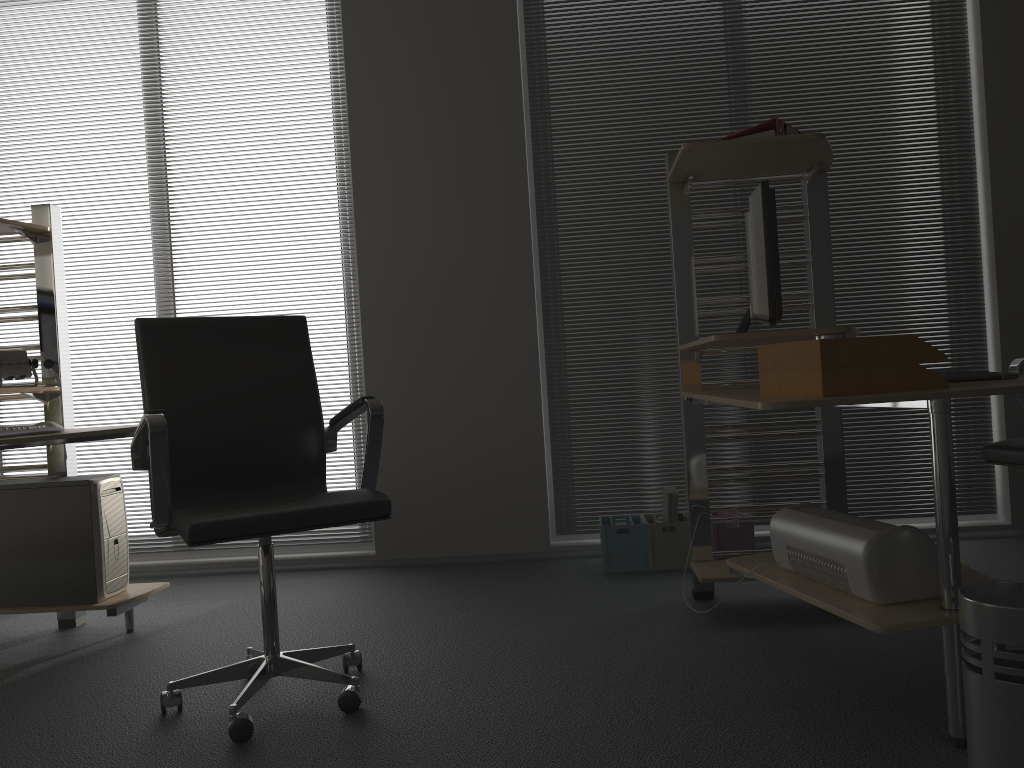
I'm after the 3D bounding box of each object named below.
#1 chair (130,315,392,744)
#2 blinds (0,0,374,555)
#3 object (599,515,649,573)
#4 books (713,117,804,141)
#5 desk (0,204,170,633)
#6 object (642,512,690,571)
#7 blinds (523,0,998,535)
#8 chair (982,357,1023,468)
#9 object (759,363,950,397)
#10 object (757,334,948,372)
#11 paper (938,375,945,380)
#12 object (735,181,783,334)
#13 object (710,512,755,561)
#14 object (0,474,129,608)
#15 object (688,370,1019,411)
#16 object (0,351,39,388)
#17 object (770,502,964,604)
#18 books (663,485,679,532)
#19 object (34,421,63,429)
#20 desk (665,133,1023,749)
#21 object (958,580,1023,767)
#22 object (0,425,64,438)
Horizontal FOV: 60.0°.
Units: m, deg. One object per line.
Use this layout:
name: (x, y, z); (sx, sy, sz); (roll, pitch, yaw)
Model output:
chair: (-0.666, 0.316, 2.354); (0.584, 1.048, 0.652); (-4, 0, -30)
blinds: (-1.702, -0.576, 4.202); (1.950, 2.749, 0.037); (-4, 0, 4)
object: (0.468, 0.675, 3.739); (0.185, 0.202, 0.245); (-4, 0, 4)
books: (0.788, -0.766, 2.865); (0.262, 0.072, 0.320); (-4, 0, 37)
desk: (-1.768, 0.125, 2.610); (0.967, 1.566, 1.469); (-4, 0, 4)
object: (0.652, 0.663, 3.724); (0.185, 0.202, 0.245); (-4, 0, 4)
blinds: (1.086, -0.750, 3.992); (1.950, 2.770, 0.022); (-4, 0, 4)
chair: (1.716, 0.166, 2.377); (0.652, 1.048, 0.584); (-4, 0, -9)
object: (0.732, -0.011, 1.915); (0.309, 0.060, 0.225); (-4, 0, -17)
object: (0.728, -0.067, 1.915); (0.309, 0.060, 0.225); (-4, 0, -17)
paper: (0.734, 0.001, 1.915); (0.297, 0.019, 0.210); (-4, 0, -17)
object: (0.724, -0.350, 2.706); (0.245, 0.418, 0.516); (-4, 0, 26)
object: (0.879, 0.649, 3.735); (0.185, 0.202, 0.245); (-4, 0, -14)
object: (-1.625, 0.549, 3.130); (0.471, 0.422, 0.199); (-4, 0, 4)
object: (0.904, 0.019, 2.461); (0.814, 0.082, 0.478); (-4, 0, 12)
object: (-1.786, -0.052, 3.179); (0.093, 0.135, 0.154); (-4, 0, 41)
object: (0.873, 0.380, 2.106); (0.351, 0.162, 0.438); (-4, 0, -11)
books: (0.663, 0.592, 3.723); (0.068, 0.306, 0.220); (-4, 0, 5)
object: (-1.862, 0.188, 3.050); (0.742, 0.088, 0.168); (-4, 0, 6)
desk: (1.013, -0.049, 2.400); (0.967, 1.566, 1.469); (-4, 0, 4)
object: (0.921, 0.561, 1.578); (0.208, 0.377, 0.208); (-4, 0, -42)
object: (-1.858, 0.192, 2.708); (0.814, 0.082, 0.478); (-4, 0, 12)
